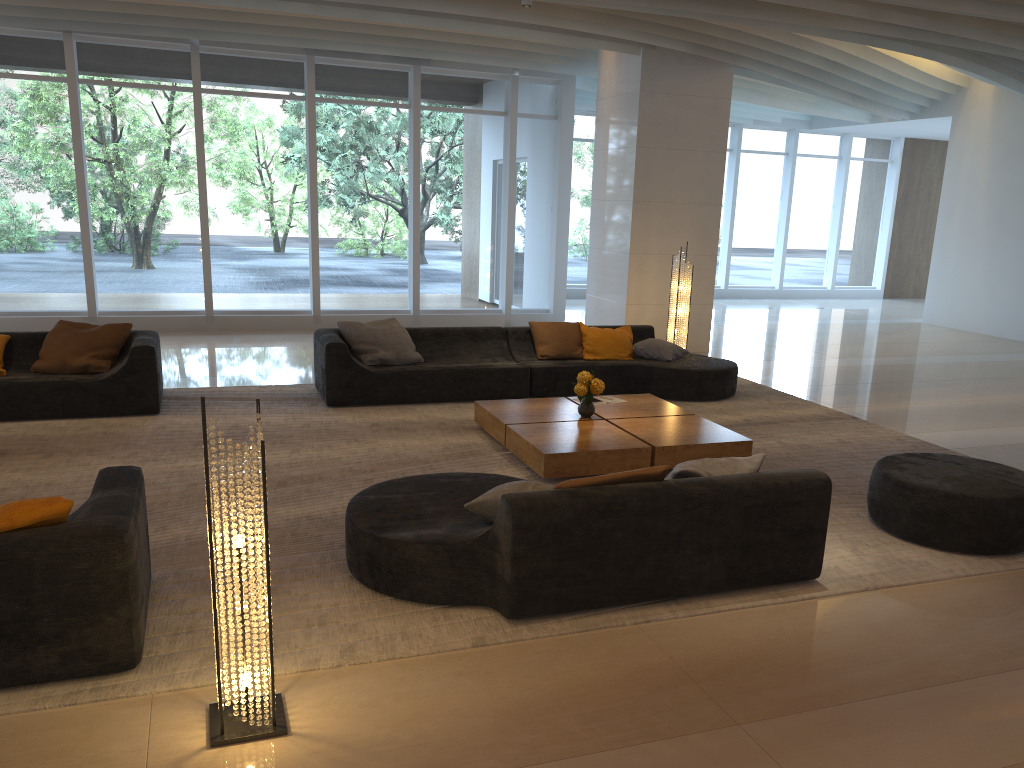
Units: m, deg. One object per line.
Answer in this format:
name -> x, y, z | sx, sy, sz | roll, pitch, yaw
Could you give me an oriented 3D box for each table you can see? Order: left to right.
table -> 0.708, 0.378, 6.816 | 1.617, 0.223, 1.564 | -2, 12, -20

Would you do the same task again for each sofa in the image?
sofa -> -3.331, 0.796, 3.064 | 3.815, 0.590, 0.920 | -2, 13, -20
sofa -> -4.890, -0.014, 6.679 | 4.187, 0.590, 1.320 | -2, 13, -22
sofa -> 0.211, -0.225, 8.719 | 4.214, 0.590, 1.311 | -1, 12, -14
sofa -> 0.296, 0.632, 4.599 | 2.275, 0.584, 1.324 | -2, 13, -20

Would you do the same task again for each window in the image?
window -> -7.580, -1.913, 7.594 | 21.686, 3.264, 54.902 | 11, 14, 35

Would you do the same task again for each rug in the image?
rug -> -4.351, 0.668, 4.965 | 16.382, 0.023, 5.386 | -2, 12, -20

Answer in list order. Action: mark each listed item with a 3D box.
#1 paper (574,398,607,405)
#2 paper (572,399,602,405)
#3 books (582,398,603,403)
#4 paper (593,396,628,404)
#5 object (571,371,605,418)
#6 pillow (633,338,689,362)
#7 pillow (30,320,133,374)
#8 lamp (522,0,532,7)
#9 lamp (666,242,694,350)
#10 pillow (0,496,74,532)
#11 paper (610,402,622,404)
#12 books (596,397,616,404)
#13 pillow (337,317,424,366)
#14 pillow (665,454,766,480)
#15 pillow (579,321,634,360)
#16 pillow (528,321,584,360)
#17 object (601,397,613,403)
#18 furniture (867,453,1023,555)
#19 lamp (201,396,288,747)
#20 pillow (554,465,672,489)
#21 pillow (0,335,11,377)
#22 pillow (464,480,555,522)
paper -> 0.648, 0.144, 7.381 | 0.188, 0.001, 0.250 | -4, 13, -28
paper -> 0.645, 0.145, 7.376 | 0.199, 0.001, 0.256 | -4, 13, -28
books -> 0.664, 0.133, 7.392 | 0.113, 0.011, 0.177 | -4, 13, -29
paper -> 0.830, 0.131, 7.481 | 0.188, 0.001, 0.250 | -5, 14, -33
object -> 0.579, 0.070, 6.789 | 0.238, 0.382, 0.260 | -2, 14, -18
pillow -> 1.536, -0.347, 9.135 | 0.431, 0.212, 0.589 | 9, 14, 29
pillow -> -3.594, -0.313, 7.422 | 0.638, 0.383, 0.541 | 3, 13, 2
lamp -> 0.154, -4.110, 7.726 | 0.088, 1.526, 0.089 | 8, 16, 24
lamp -> 1.917, -0.886, 10.149 | 0.253, 1.470, 0.244 | -3, 15, -20
pillow -> -2.059, 0.591, 3.349 | 0.646, 0.383, 0.534 | -9, 17, -41
paper -> 0.830, 0.131, 7.481 | 0.192, 0.001, 0.253 | -5, 14, -32
books -> 0.741, 0.136, 7.418 | 0.214, 0.011, 0.177 | -7, 15, -38
pillow -> -1.227, -0.397, 8.303 | 0.646, 0.383, 0.534 | -9, 17, -41
pillow -> 0.993, 0.492, 4.584 | 0.570, 0.349, 0.446 | -3, 14, -21
pillow -> 0.980, -0.416, 9.050 | 0.611, 0.408, 0.465 | -1, 13, -13
pillow -> 0.486, -0.426, 8.922 | 0.582, 0.379, 0.361 | -3, 14, -21
object -> 0.783, 0.128, 7.450 | 0.107, 0.014, 0.176 | -7, 15, -38
furniture -> 2.654, 0.694, 5.313 | 0.990, 0.369, 0.964 | 0, 12, -11
lamp -> -0.916, 0.606, 2.986 | 0.253, 1.214, 0.244 | -3, 15, -20
pillow -> 0.422, 0.541, 4.264 | 0.610, 0.397, 0.388 | -2, 14, -17
pillow -> -4.377, -0.191, 7.067 | 0.644, 0.399, 0.439 | -3, 14, -21
pillow -> 0.039, 0.554, 4.313 | 0.424, 0.250, 0.469 | 6, 13, 15
